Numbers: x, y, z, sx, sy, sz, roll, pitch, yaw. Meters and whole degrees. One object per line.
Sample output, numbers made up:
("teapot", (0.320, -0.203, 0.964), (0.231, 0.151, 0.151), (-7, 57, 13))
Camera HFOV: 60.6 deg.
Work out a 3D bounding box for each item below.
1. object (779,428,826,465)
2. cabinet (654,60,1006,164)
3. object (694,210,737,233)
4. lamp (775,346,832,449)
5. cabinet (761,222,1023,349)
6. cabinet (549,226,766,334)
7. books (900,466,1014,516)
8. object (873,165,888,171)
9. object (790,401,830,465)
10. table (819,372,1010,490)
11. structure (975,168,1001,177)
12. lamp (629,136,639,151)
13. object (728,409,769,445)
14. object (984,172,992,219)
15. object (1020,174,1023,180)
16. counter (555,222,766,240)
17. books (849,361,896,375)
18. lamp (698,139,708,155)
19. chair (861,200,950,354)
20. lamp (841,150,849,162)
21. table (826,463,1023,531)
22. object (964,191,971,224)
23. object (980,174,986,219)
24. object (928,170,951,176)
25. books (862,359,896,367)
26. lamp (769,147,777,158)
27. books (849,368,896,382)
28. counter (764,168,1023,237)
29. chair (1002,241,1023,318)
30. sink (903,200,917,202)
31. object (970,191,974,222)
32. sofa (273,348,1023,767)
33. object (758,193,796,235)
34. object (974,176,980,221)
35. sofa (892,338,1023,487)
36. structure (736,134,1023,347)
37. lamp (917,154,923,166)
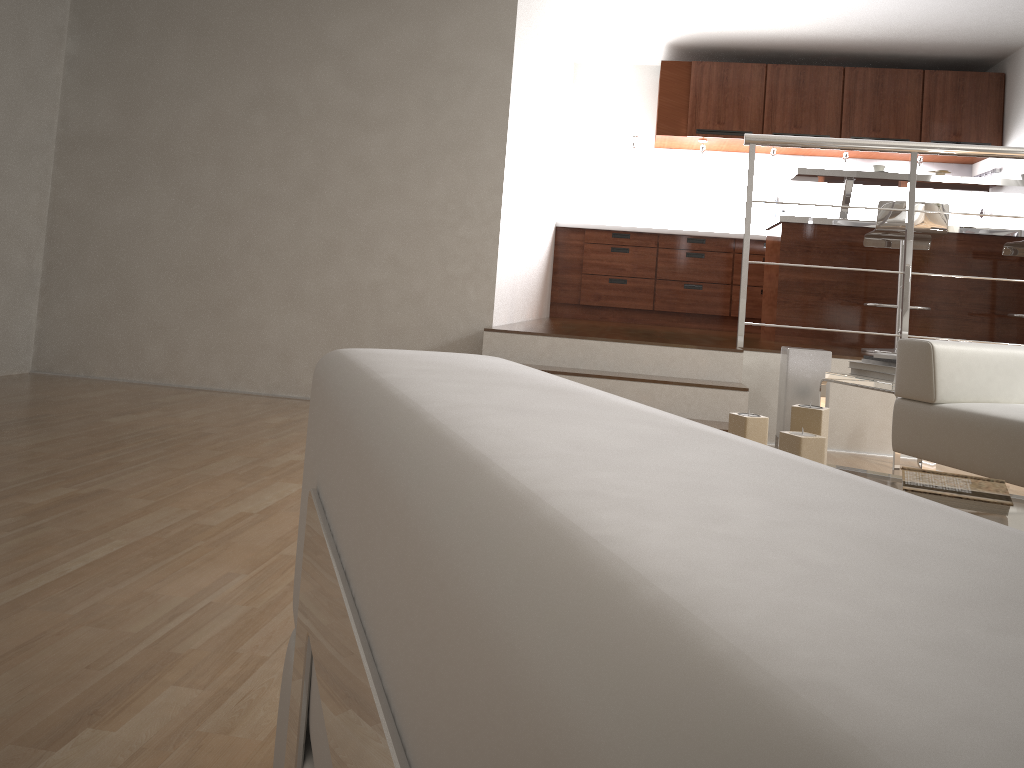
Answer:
("object", (0.590, 0.165, 1.788), (0.067, 0.152, 0.067), (5, -2, -22))
("cabinet", (2.615, -2.310, 7.463), (2.721, 0.640, 0.650), (5, 2, 8))
("object", (1.794, -1.413, 7.722), (0.370, 0.242, 0.155), (5, 0, 8))
("lamp", (1.317, 0.080, 3.963), (0.192, 0.483, 0.197), (4, -2, 8))
("cabinet", (2.618, -0.585, 5.650), (1.850, 0.755, 0.632), (5, 1, 8))
("cabinet", (2.111, -0.833, 7.420), (3.507, 0.804, 0.679), (5, 1, 8))
("books", (0.972, 0.225, 1.935), (0.204, 0.056, 0.291), (7, 6, 23))
("object", (2.235, -1.305, 5.327), (0.067, 0.046, 0.080), (2, 4, -38))
("object", (0.642, 0.135, 1.897), (0.067, 0.197, 0.066), (3, -3, 33))
("table", (1.626, 0.185, 3.569), (0.548, 0.402, 0.466), (4, 2, -17))
("structure", (3.894, -1.722, 7.229), (0.048, 0.034, 0.598), (5, 6, 7))
("lamp", (1.038, -2.053, 7.486), (0.079, 0.125, 0.080), (5, -1, -43))
("object", (0.550, 0.135, 2.047), (0.067, 0.151, 0.067), (5, -2, -22))
("object", (3.816, -1.509, 7.015), (0.024, 0.384, 0.071), (4, -3, 8))
("object", (3.088, -1.231, 5.243), (0.080, 0.046, 0.067), (8, 5, 45))
("counter", (1.449, -1.279, 7.540), (2.105, 0.040, 0.681), (5, 6, 8))
("books", (1.556, -0.060, 3.551), (0.226, 0.027, 0.289), (2, 6, -23))
("lamp", (1.611, -2.000, 7.404), (0.079, 0.125, 0.080), (5, -1, -43))
("chair", (2.217, -0.593, 4.975), (0.389, 0.852, 0.423), (4, -1, 12))
("lamp", (2.757, -1.895, 7.240), (0.079, 0.125, 0.080), (5, -1, -43))
("table", (0.713, 0.361, 1.920), (0.799, 0.250, 0.698), (8, 6, 33))
("object", (3.870, -1.549, 7.435), (0.033, 0.384, 0.064), (4, -3, 8))
("object", (3.856, -1.527, 7.134), (0.043, 0.367, 0.090), (4, -3, 7))
("object", (2.625, -1.281, 5.362), (0.140, 0.042, 0.130), (5, 5, 9))
("books", (1.558, -0.081, 3.553), (0.151, 0.014, 0.218), (2, 6, -23))
("lamp", (2.184, -1.947, 7.322), (0.079, 0.125, 0.080), (5, -1, -43))
("books", (1.554, -0.033, 3.550), (0.226, 0.027, 0.289), (3, 6, -13))
("counter", (2.758, -1.105, 5.593), (2.105, 0.319, 0.839), (5, 5, 8))
("chair", (3.003, -0.521, 4.862), (0.387, 0.852, 0.423), (4, -1, 3))
("sink", (3.498, -1.233, 7.270), (0.673, 0.582, 0.600), (5, 2, 8))
("object", (3.873, -1.544, 7.365), (0.008, 0.379, 0.033), (4, -3, 8))
("sofa", (0.805, 0.271, 0.489), (1.775, 0.743, 0.910), (3, 3, -17))
("object", (2.322, -1.442, 7.605), (0.330, 0.407, 0.162), (4, -2, 8))
("object", (3.851, -1.533, 7.248), (0.020, 0.380, 0.106), (4, -3, 8))
("sofa", (1.997, 0.174, 2.305), (0.903, 0.740, 1.793), (4, 5, -17))
("structure", (2.255, -0.605, 4.135), (2.326, 1.059, 0.057), (5, -3, 8))
("lamp", (3.330, -1.842, 7.157), (0.079, 0.125, 0.080), (5, -1, -43))
